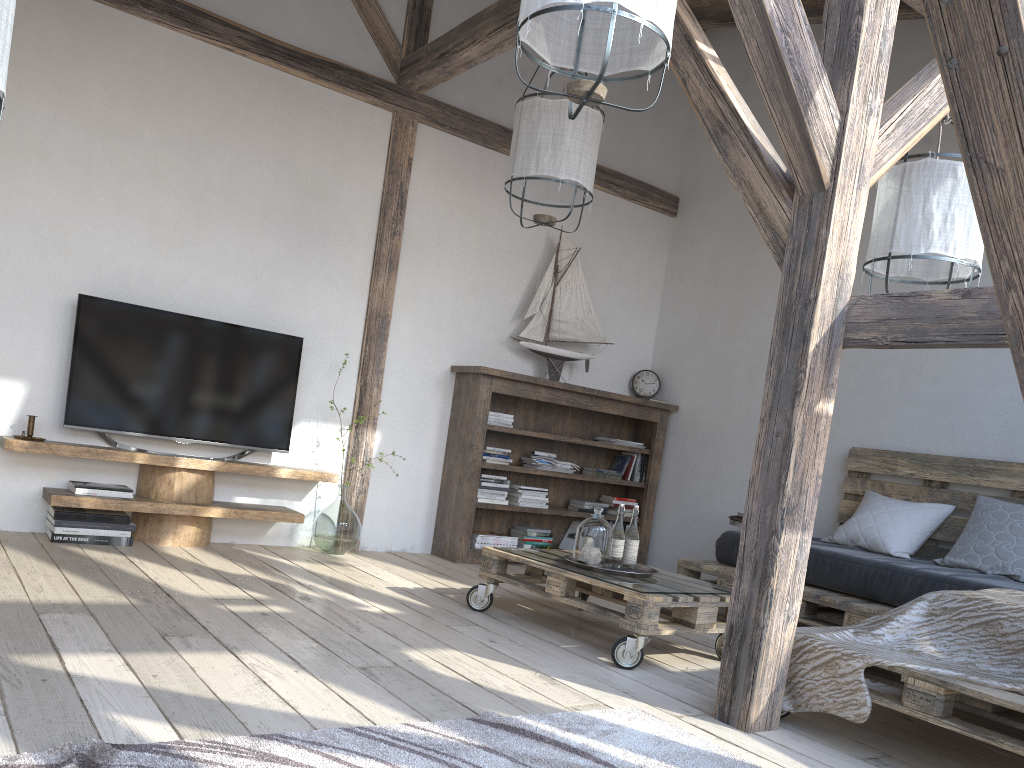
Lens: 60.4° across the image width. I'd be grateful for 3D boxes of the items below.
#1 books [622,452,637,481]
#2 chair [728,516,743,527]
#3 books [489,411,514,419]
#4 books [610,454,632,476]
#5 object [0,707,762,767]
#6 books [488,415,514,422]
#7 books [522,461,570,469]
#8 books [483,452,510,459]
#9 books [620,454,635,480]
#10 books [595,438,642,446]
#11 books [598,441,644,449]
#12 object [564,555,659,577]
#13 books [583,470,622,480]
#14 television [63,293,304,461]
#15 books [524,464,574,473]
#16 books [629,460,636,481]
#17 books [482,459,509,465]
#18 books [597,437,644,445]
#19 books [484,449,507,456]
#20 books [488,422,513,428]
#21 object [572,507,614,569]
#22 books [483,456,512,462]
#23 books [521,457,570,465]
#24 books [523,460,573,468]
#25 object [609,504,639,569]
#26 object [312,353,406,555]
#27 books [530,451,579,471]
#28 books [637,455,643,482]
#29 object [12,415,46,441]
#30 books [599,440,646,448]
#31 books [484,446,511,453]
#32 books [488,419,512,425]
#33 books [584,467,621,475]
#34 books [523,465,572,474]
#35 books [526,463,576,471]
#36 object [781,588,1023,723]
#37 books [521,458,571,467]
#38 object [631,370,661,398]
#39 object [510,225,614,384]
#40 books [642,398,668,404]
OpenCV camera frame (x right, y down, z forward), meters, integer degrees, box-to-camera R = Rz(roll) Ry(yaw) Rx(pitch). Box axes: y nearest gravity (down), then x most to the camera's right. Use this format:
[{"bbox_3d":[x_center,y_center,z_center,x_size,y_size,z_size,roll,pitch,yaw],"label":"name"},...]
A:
[{"bbox_3d":[0.791,0.571,6.119,0.051,0.192,0.137,6,2,-35],"label":"books"},{"bbox_3d":[1.412,1.051,5.171,0.356,0.522,0.350,8,1,-31],"label":"chair"},{"bbox_3d":[-0.124,0.186,5.451,0.220,0.021,0.156,11,-5,-34],"label":"books"},{"bbox_3d":[0.743,0.573,6.084,0.082,0.173,0.130,7,1,-34],"label":"books"},{"bbox_3d":[-0.306,0.738,0.888,3.214,0.056,2.170,11,-5,-34],"label":"object"},{"bbox_3d":[-0.124,0.208,5.447,0.220,0.021,0.156,11,-5,-34],"label":"books"},{"bbox_3d":[0.218,0.524,5.686,0.259,0.009,0.203,9,-4,-18],"label":"books"},{"bbox_3d":[-0.134,0.441,5.470,0.209,0.020,0.145,10,-4,-19],"label":"books"},{"bbox_3d":[0.772,0.576,6.101,0.059,0.176,0.138,6,1,-36],"label":"books"},{"bbox_3d":[0.730,0.397,6.040,0.260,0.009,0.203,10,-4,-28],"label":"books"},{"bbox_3d":[0.749,0.418,6.045,0.260,0.009,0.203,12,-5,-40],"label":"books"},{"bbox_3d":[0.410,0.757,3.649,0.396,0.022,0.393,9,-4,-15],"label":"object"},{"bbox_3d":[0.614,0.619,6.000,0.220,0.030,0.160,11,-4,-31],"label":"books"},{"bbox_3d":[-1.627,0.015,4.444,1.112,0.708,0.204,10,1,-35],"label":"television"},{"bbox_3d":[0.237,0.545,5.688,0.260,0.009,0.203,10,-5,-30],"label":"books"},{"bbox_3d":[0.815,0.587,6.140,0.018,0.173,0.116,6,2,-35],"label":"books"},{"bbox_3d":[-0.130,0.480,5.479,0.186,0.020,0.138,11,-5,-39],"label":"books"},{"bbox_3d":[0.743,0.391,6.043,0.260,0.009,0.203,11,-5,-38],"label":"books"},{"bbox_3d":[-0.125,0.422,5.471,0.132,0.021,0.200,7,-4,22],"label":"books"},{"bbox_3d":[-0.128,0.247,5.451,0.221,0.017,0.156,11,-5,-39],"label":"books"},{"bbox_3d":[0.340,0.629,3.634,0.155,0.248,0.156,9,1,24],"label":"object"},{"bbox_3d":[-0.131,0.461,5.475,0.221,0.017,0.156,11,-5,-35],"label":"books"},{"bbox_3d":[0.213,0.498,5.693,0.259,0.009,0.203,10,-4,-23],"label":"books"},{"bbox_3d":[0.232,0.517,5.687,0.260,0.009,0.203,10,-4,-28],"label":"books"},{"bbox_3d":[0.477,0.644,3.728,0.155,0.269,0.070,7,3,-34],"label":"object"},{"bbox_3d":[-0.842,0.412,4.997,0.272,1.124,0.519,11,3,42],"label":"object"},{"bbox_3d":[0.279,0.497,5.699,0.219,0.088,0.263,6,-4,35],"label":"books"},{"bbox_3d":[0.852,0.586,6.160,0.020,0.186,0.138,6,2,-35],"label":"books"},{"bbox_3d":[-2.226,0.202,4.069,0.138,0.113,0.140,7,-1,38],"label":"object"},{"bbox_3d":[0.761,0.412,6.054,0.260,0.009,0.203,12,-5,-43],"label":"books"},{"bbox_3d":[-0.119,0.404,5.475,0.186,0.018,0.138,11,-5,-35],"label":"books"},{"bbox_3d":[-0.114,0.230,5.434,0.186,0.018,0.138,11,-5,-35],"label":"books"},{"bbox_3d":[0.614,0.592,5.991,0.206,0.021,0.149,10,-4,-30],"label":"books"},{"bbox_3d":[0.229,0.552,5.683,0.260,0.009,0.203,10,-4,-26],"label":"books"},{"bbox_3d":[0.251,0.538,5.694,0.260,0.009,0.203,11,-5,-33],"label":"books"},{"bbox_3d":[1.226,0.836,2.600,1.011,0.475,0.809,8,-2,-5],"label":"object"},{"bbox_3d":[0.219,0.507,5.692,0.260,0.009,0.203,10,-4,-28],"label":"books"},{"bbox_3d":[0.942,0.004,6.196,0.204,0.210,0.082,8,2,1],"label":"object"},{"bbox_3d":[0.364,-0.489,5.652,0.795,0.996,0.139,8,3,-30],"label":"object"},{"bbox_3d":[0.948,0.120,6.172,0.180,0.025,0.234,11,-5,-34],"label":"books"}]
